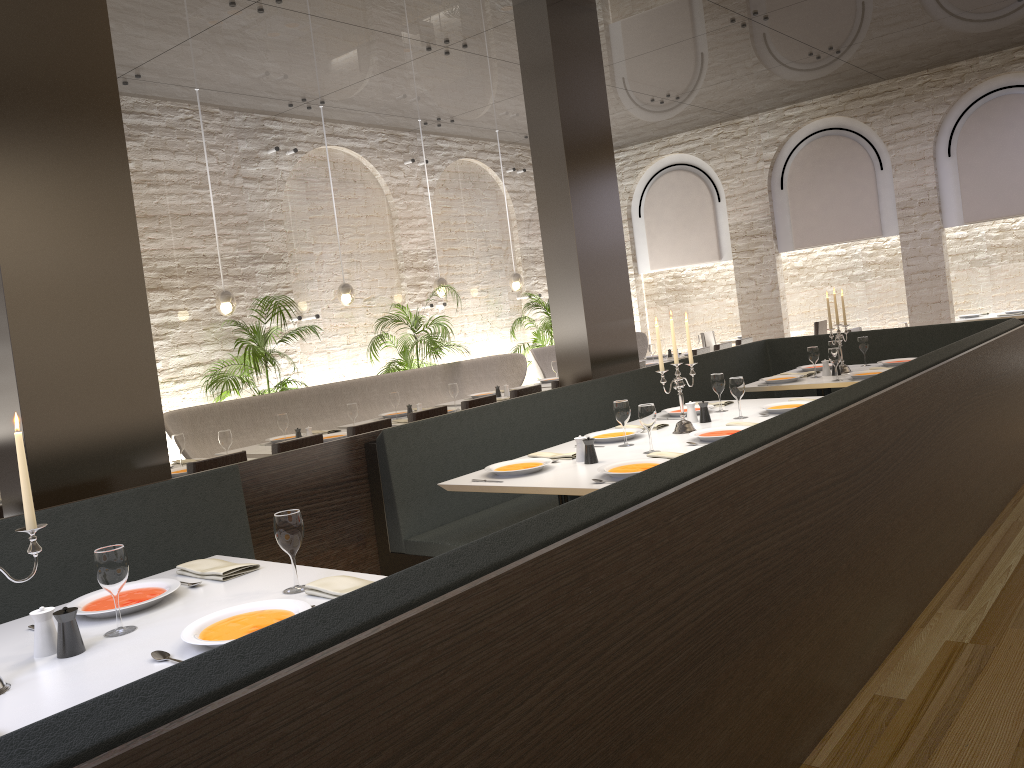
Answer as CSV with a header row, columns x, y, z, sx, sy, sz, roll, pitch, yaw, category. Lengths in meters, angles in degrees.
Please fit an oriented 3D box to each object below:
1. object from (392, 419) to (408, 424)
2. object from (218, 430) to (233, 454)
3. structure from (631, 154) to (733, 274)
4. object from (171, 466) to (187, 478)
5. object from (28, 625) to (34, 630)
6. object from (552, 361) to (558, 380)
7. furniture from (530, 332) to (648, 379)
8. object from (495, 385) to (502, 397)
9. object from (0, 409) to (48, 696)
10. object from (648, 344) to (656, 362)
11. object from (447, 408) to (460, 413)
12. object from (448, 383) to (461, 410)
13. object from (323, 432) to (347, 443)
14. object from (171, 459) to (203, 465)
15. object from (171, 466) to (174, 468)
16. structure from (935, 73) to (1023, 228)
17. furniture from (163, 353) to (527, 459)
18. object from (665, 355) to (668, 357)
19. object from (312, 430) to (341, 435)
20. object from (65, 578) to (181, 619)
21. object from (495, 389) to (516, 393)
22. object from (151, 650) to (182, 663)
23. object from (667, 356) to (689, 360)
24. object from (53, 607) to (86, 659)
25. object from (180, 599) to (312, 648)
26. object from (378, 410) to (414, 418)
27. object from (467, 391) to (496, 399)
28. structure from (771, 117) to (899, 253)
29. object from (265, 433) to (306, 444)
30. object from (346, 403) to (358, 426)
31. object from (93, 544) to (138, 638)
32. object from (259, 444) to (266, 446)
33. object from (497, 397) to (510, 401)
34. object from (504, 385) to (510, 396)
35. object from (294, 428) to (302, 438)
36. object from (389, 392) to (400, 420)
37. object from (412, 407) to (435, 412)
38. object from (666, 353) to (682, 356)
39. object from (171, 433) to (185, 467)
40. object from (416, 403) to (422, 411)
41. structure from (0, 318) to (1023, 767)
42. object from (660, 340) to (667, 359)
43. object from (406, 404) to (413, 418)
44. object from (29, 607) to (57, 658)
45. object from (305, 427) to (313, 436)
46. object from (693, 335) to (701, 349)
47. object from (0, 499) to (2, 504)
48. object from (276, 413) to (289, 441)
x,y,z,sx,sy,sz,roll,pitch,yaw,category
-0.816,0.295,7.079,0.272,0.033,0.143,-4,5,39,object
-1.839,0.414,5.714,0.086,0.230,0.086,-7,2,-9,object
2.485,-2.572,13.189,1.630,1.673,0.098,-5,3,39,structure
-2.040,0.550,5.554,0.322,0.036,0.322,-8,4,-16,object
-1.306,0.690,2.476,0.185,0.010,0.017,-4,5,39,object
0.463,-0.125,9.199,0.086,0.230,0.086,-8,2,-21,object
1.202,-0.031,11.186,0.706,1.096,2.594,-5,4,39,furniture
-0.134,0.068,8.398,0.059,0.109,0.059,-6,3,31,object
-1.268,0.391,2.030,0.391,0.656,0.131,-9,3,-40,object
1.626,-0.345,10.241,0.086,0.230,0.086,-8,2,-21,object
-0.591,0.240,7.357,0.321,0.036,0.322,-6,4,17,object
-0.494,0.110,7.601,0.086,0.230,0.086,-7,2,-9,object
-1.315,0.395,6.457,0.321,0.036,0.322,-6,4,22,object
-2.226,0.538,6.148,0.272,0.033,0.143,-4,5,39,object
-2.346,0.562,6.034,0.181,0.015,0.038,-4,5,41,object
5.868,-2.798,10.427,1.630,1.673,0.098,-5,3,39,structure
-1.089,0.461,8.334,0.707,1.096,4.491,-5,4,39,furniture
1.927,-0.355,11.354,0.181,0.015,0.038,-4,5,41,object
-1.501,0.383,7.051,0.272,0.033,0.143,-4,5,39,object
-1.158,0.648,2.649,0.322,0.036,0.321,-10,5,-31,object
-0.048,0.071,8.860,0.272,0.033,0.143,-4,5,39,object
-0.798,0.651,2.091,0.181,0.015,0.038,-4,5,41,object
2.009,-0.312,10.595,0.272,0.033,0.143,-4,5,39,object
-1.131,0.630,2.259,0.068,0.126,0.069,-6,3,33,object
-0.669,0.616,2.247,0.322,0.036,0.321,-10,5,-31,object
-1.005,0.267,7.698,0.321,0.036,0.322,-6,4,17,object
-0.275,0.110,8.606,0.321,0.036,0.322,-6,4,17,object
4.230,-2.689,11.764,1.630,1.673,0.098,-5,3,39,structure
-1.729,0.422,6.797,0.321,0.036,0.322,-6,4,22,object
-1.202,0.262,6.720,0.086,0.230,0.086,-9,3,-45,object
-1.072,0.556,2.392,0.087,0.230,0.086,-9,3,-39,object
-1.845,0.457,6.657,0.185,0.010,0.017,-4,5,39,object
-0.086,0.138,7.988,0.272,0.033,0.143,-4,5,39,object
-0.051,0.058,8.389,0.059,0.109,0.059,-6,3,31,object
-1.587,0.380,6.589,0.059,0.109,0.059,-6,3,31,object
-0.974,0.184,7.410,0.086,0.230,0.086,-7,2,-9,object
-0.777,0.227,7.952,0.272,0.033,0.143,-4,5,39,object
2.047,-0.379,11.468,0.272,0.033,0.143,-4,5,39,object
-2.204,0.448,5.878,0.086,0.230,0.086,-7,2,-9,object
-0.781,0.215,7.481,0.059,0.109,0.059,-6,3,31,object
-0.064,0.729,3.482,2.367,0.999,10.786,-4,5,39,structure
1.849,-0.422,10.924,0.086,0.230,0.086,-8,2,-21,object
-0.864,0.225,7.490,0.059,0.109,0.059,-6,3,31,object
-1.206,0.638,2.289,0.068,0.126,0.069,-6,3,33,object
-1.505,0.370,6.580,0.059,0.109,0.059,-6,3,31,object
2.329,-0.496,11.116,0.086,0.230,0.086,-8,2,-21,object
-2.932,0.690,5.269,0.272,0.033,0.143,-4,5,39,object
-1.681,0.336,6.529,0.086,0.230,0.086,-7,2,-3,object
